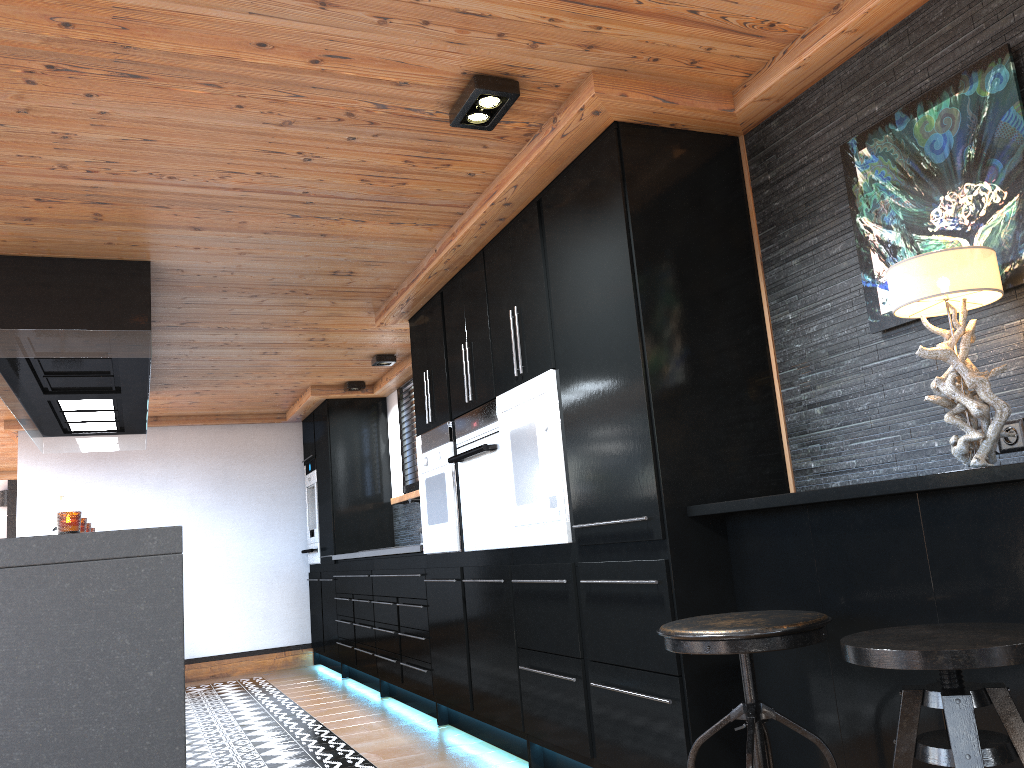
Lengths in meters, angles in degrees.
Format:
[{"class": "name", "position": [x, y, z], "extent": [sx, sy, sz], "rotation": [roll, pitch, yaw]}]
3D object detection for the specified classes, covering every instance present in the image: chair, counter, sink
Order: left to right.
[{"class": "counter", "position": [-0.760, 1.183, 6.298], "extent": [0.536, 0.040, 2.539], "rotation": [-1, -11, -23]}, {"class": "sink", "position": [-0.753, 1.019, 6.249], "extent": [0.466, 0.421, 0.951], "rotation": [-1, -11, -23]}, {"class": "chair", "position": [0.620, 0.951, 2.208], "extent": [0.445, 0.718, 0.437], "rotation": [-1, -11, -20]}, {"class": "chair", "position": [0.819, 0.812, 1.548], "extent": [0.396, 0.722, 0.388], "rotation": [0, -12, -23]}]

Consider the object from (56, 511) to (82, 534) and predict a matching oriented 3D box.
[{"class": "object", "position": [-1.539, 0.486, 3.079], "extent": [0.078, 0.081, 0.080], "rotation": [-9, -11, 21]}]

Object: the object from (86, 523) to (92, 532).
[{"class": "object", "position": [-1.815, 0.630, 3.734], "extent": [0.078, 0.081, 0.080], "rotation": [-9, -11, 21]}]

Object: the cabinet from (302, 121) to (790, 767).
[{"class": "cabinet", "position": [-0.538, 0.832, 5.763], "extent": [0.548, 2.385, 6.359], "rotation": [0, -11, -23]}]

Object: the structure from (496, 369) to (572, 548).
[{"class": "structure", "position": [0.070, 0.330, 3.672], "extent": [0.040, 0.673, 0.587], "rotation": [0, -12, -23]}]

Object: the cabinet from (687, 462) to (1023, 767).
[{"class": "cabinet", "position": [1.097, 0.720, 2.064], "extent": [0.433, 1.012, 1.607], "rotation": [0, -11, -23]}]

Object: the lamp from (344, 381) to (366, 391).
[{"class": "lamp", "position": [-1.322, 0.013, 7.443], "extent": [0.157, 0.068, 0.151], "rotation": [-1, -11, -23]}]

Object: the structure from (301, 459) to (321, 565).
[{"class": "structure", "position": [-1.821, 1.204, 8.317], "extent": [0.257, 0.947, 0.591], "rotation": [0, -12, -23]}]

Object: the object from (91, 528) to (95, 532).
[{"class": "object", "position": [-1.953, 0.702, 4.061], "extent": [0.078, 0.081, 0.080], "rotation": [-9, -11, 21]}]

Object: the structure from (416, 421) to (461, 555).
[{"class": "structure", "position": [-0.262, 0.580, 4.890], "extent": [0.385, 0.674, 0.593], "rotation": [0, -12, -23]}]

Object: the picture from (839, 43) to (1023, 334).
[{"class": "picture", "position": [1.208, -0.528, 2.251], "extent": [0.010, 0.595, 0.915], "rotation": [0, -11, -23]}]

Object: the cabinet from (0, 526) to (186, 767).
[{"class": "cabinet", "position": [-2.407, 1.507, 4.927], "extent": [0.897, 1.106, 4.748], "rotation": [-1, -11, -23]}]

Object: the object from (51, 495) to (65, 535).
[{"class": "object", "position": [-3.103, 0.995, 6.141], "extent": [0.228, 0.453, 0.222], "rotation": [0, -12, -23]}]

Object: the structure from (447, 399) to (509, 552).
[{"class": "structure", "position": [-0.176, 0.452, 4.227], "extent": [0.090, 0.674, 0.587], "rotation": [0, -12, -23]}]

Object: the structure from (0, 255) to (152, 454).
[{"class": "structure", "position": [-2.606, -0.030, 5.399], "extent": [0.717, 0.477, 3.215], "rotation": [-1, -11, -23]}]

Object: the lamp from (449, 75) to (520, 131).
[{"class": "lamp", "position": [-0.094, -0.922, 2.895], "extent": [0.157, 0.068, 0.258], "rotation": [-1, -11, -23]}]

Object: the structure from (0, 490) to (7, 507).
[{"class": "structure", "position": [-11.053, 2.495, 19.320], "extent": [0.215, 0.350, 0.211], "rotation": [0, -12, -23]}]

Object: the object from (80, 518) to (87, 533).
[{"class": "object", "position": [-1.677, 0.558, 3.407], "extent": [0.078, 0.081, 0.080], "rotation": [-9, -11, 21]}]

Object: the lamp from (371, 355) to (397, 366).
[{"class": "lamp", "position": [-0.949, -0.181, 6.560], "extent": [0.157, 0.068, 0.151], "rotation": [-1, -11, -23]}]

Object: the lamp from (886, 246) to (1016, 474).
[{"class": "lamp", "position": [1.069, -0.044, 2.122], "extent": [0.249, 0.517, 0.245], "rotation": [-1, -11, -20]}]
